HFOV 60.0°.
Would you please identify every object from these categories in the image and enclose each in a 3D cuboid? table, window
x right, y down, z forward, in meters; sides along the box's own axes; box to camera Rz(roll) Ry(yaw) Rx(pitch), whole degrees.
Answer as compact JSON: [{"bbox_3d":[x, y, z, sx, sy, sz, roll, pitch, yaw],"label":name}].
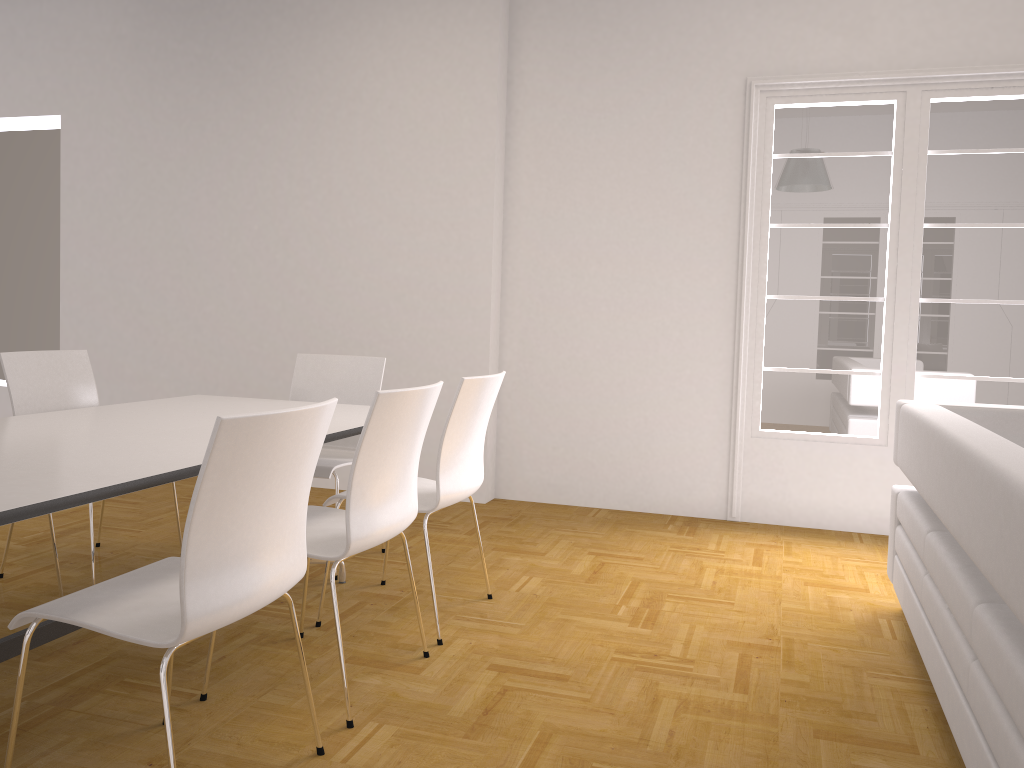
[{"bbox_3d":[-1.295,0.517,2.934,1.211,0.721,2.413,3,4,17],"label":"table"},{"bbox_3d":[2.903,-0.387,4.638,3.351,2.525,0.196,3,3,17],"label":"window"}]

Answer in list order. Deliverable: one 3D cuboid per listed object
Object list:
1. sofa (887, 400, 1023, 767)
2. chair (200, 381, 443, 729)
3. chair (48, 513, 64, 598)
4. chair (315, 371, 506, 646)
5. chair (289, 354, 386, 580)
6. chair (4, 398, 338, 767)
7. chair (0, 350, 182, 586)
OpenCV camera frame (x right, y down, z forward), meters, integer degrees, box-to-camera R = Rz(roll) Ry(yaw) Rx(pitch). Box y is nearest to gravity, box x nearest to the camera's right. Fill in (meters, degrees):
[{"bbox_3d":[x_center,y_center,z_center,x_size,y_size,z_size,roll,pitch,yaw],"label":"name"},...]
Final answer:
[{"bbox_3d":[1.564,0.580,2.303,0.822,0.847,2.625,3,4,17],"label":"sofa"},{"bbox_3d":[-0.539,0.456,2.728,0.575,0.930,0.561,3,4,17],"label":"chair"},{"bbox_3d":[-2.034,0.377,3.160,0.575,0.930,0.561,3,4,17],"label":"chair"},{"bbox_3d":[-0.343,0.414,3.358,0.575,0.930,0.561,3,4,17],"label":"chair"},{"bbox_3d":[-0.913,0.341,4.089,0.561,0.930,0.576,3,4,17],"label":"chair"},{"bbox_3d":[-0.747,0.500,2.059,0.575,0.930,0.561,3,4,17],"label":"chair"},{"bbox_3d":[-1.826,0.333,3.830,0.575,0.930,0.561,3,4,17],"label":"chair"}]
